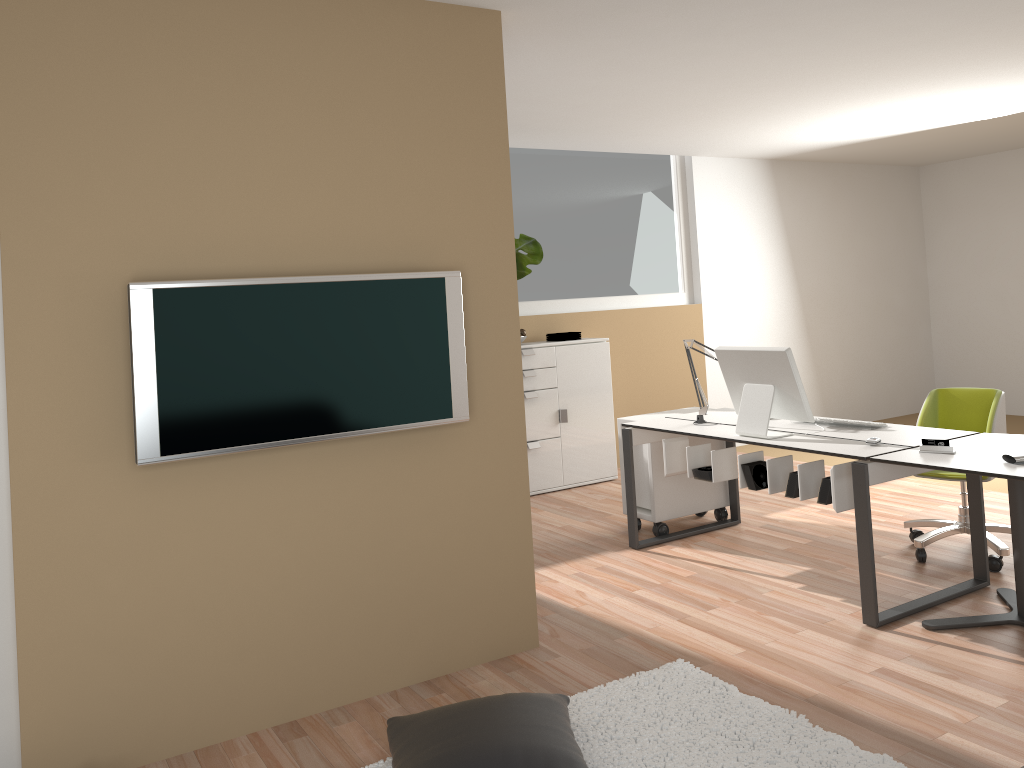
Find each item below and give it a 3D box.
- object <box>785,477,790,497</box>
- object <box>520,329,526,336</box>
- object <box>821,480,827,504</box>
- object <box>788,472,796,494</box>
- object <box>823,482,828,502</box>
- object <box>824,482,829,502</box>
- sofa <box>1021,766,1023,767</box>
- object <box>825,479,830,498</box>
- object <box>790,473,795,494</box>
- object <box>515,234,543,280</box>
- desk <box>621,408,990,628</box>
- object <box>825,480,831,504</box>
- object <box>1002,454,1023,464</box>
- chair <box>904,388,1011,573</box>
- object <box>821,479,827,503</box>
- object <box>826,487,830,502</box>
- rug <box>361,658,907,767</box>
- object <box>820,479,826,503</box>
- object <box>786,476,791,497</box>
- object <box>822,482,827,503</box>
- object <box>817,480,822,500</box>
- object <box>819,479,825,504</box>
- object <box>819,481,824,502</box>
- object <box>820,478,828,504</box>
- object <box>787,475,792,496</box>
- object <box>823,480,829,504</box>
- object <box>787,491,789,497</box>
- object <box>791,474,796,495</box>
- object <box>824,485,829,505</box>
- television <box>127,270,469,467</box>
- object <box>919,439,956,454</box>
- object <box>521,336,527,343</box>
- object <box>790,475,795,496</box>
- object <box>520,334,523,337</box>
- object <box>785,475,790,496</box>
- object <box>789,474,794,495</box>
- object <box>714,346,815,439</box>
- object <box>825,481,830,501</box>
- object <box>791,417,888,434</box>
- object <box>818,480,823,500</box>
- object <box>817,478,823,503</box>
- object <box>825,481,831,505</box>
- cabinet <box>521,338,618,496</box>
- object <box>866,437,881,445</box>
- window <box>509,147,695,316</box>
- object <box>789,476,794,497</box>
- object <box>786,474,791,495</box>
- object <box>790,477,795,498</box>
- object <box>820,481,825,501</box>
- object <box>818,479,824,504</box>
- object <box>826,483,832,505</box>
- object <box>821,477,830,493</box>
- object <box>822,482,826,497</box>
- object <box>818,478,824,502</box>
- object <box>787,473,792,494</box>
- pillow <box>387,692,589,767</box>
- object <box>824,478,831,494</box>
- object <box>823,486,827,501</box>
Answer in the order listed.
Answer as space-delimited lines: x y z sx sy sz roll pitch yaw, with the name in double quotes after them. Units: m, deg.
1.290 0.445 3.969 0.133 0.114 0.040 -5 0 -31 "object"
0.078 -0.380 6.581 0.053 0.068 0.053 -4 1 -23 "object"
1.392 0.454 3.799 0.133 0.114 0.040 -5 0 -31 "object"
1.297 0.445 3.957 0.133 0.114 0.039 -5 0 -31 "object"
1.396 0.454 3.793 0.133 0.114 0.040 -5 0 -31 "object"
1.398 0.454 3.789 0.133 0.114 0.040 -5 0 -31 "object"
0.698 0.847 0.977 2.267 0.836 0.949 -6 3 -31 "sofa"
1.399 0.454 3.788 0.133 0.114 0.039 -5 0 -31 "object"
1.302 0.446 3.949 0.133 0.114 0.040 -5 0 -31 "object"
-0.150 -0.700 6.517 0.861 0.847 0.264 -5 0 -34 "object"
1.387 0.565 4.457 0.807 0.687 1.599 -5 4 -31 "desk"
1.402 0.455 3.783 0.133 0.114 0.040 -5 0 -31 "object"
1.967 0.275 3.306 0.215 0.030 0.090 -4 4 -1 "object"
2.298 0.455 4.482 0.619 0.812 0.600 -3 1 34 "chair"
1.391 0.454 3.801 0.133 0.114 0.040 -5 0 -31 "object"
1.404 0.455 3.780 0.133 0.114 0.039 -5 0 -31 "object"
0.153 1.179 2.198 2.032 0.045 1.448 -7 6 -31 "rug"
1.389 0.454 3.805 0.133 0.114 0.040 -5 0 -31 "object"
1.293 0.445 3.965 0.133 0.114 0.040 -5 0 -31 "object"
1.393 0.454 3.797 0.133 0.114 0.040 -5 0 -31 "object"
1.379 0.453 3.821 0.133 0.114 0.040 -5 0 -31 "object"
1.386 0.453 3.809 0.133 0.114 0.040 -5 0 -31 "object"
1.385 0.453 3.811 0.133 0.114 0.040 -5 0 -31 "object"
1.390 0.453 3.803 0.133 0.114 0.039 -5 0 -31 "object"
1.295 0.445 3.961 0.133 0.114 0.040 -5 0 -31 "object"
1.397 0.454 3.791 0.133 0.114 0.040 -5 0 -31 "object"
1.296 0.445 3.959 0.133 0.114 0.039 -5 0 -31 "object"
1.306 0.446 3.943 0.133 0.114 0.040 -5 0 -31 "object"
1.400 0.454 3.786 0.133 0.114 0.039 -5 0 -31 "object"
-0.695 -0.089 3.077 1.178 0.580 0.054 -6 0 -31 "television"
1.735 0.250 3.594 0.130 0.056 0.049 -1 3 34 "object"
-0.038 -0.318 6.541 0.313 0.063 0.315 -1 5 24 "object"
1.303 0.446 3.947 0.133 0.114 0.040 -5 0 -31 "object"
0.056 -0.340 6.543 0.056 0.064 0.054 -3 1 37 "object"
1.289 0.445 3.971 0.133 0.114 0.040 -5 0 -31 "object"
1.300 0.445 3.953 0.133 0.114 0.040 -5 0 -31 "object"
1.211 0.032 4.263 0.198 0.432 0.465 -3 1 -31 "object"
1.400 0.455 3.785 0.133 0.114 0.040 -5 0 -31 "object"
1.547 0.224 4.372 0.389 0.080 0.455 -7 6 -36 "object"
1.381 0.453 3.817 0.133 0.114 0.040 -5 0 -31 "object"
1.380 0.453 3.819 0.133 0.114 0.040 -5 0 -31 "object"
1.403 0.455 3.781 0.133 0.114 0.040 -5 0 -31 "object"
0.048 0.253 6.545 1.529 1.087 0.415 -5 0 -31 "cabinet"
1.579 0.249 3.844 0.047 0.021 0.084 0 6 38 "object"
0.030 -1.434 7.026 3.648 1.802 0.045 -6 0 -31 "window"
1.301 0.446 3.951 0.133 0.114 0.040 -5 0 -31 "object"
1.291 0.445 3.967 0.133 0.114 0.040 -5 0 -31 "object"
1.304 0.446 3.945 0.133 0.114 0.040 -5 0 -31 "object"
1.387 0.453 3.807 0.133 0.114 0.040 -5 0 -31 "object"
1.384 0.453 3.813 0.133 0.114 0.040 -5 0 -31 "object"
1.404 0.455 3.779 0.133 0.114 0.040 -5 0 -31 "object"
1.386 0.453 3.809 0.133 0.114 0.039 -5 0 -31 "object"
1.391 0.454 3.801 0.133 0.114 0.039 -5 0 -31 "object"
1.383 0.453 3.815 0.133 0.114 0.040 -5 0 -31 "object"
1.294 0.445 3.963 0.133 0.114 0.040 -5 0 -31 "object"
-0.076 1.066 2.501 0.582 0.210 0.610 -4 4 -5 "pillow"
1.394 0.454 3.795 0.133 0.114 0.039 -5 0 -31 "object"
1.395 0.454 3.793 0.133 0.114 0.039 -5 0 -31 "object"
